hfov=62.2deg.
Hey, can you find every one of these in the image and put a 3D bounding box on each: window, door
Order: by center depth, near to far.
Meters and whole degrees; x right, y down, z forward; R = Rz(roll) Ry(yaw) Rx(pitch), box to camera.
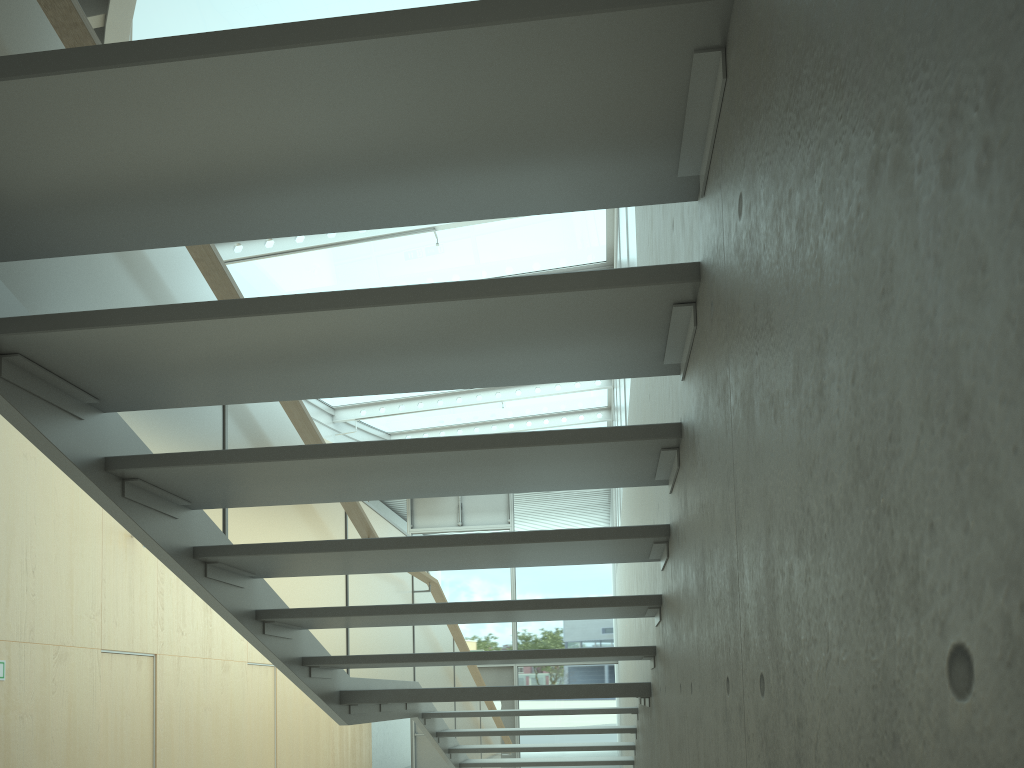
[{"bbox_3d":[1.311,0.457,10.407,0.030,2.639,16.472,-2,-20,6],"label":"window"},{"bbox_3d":[-0.810,2.119,10.538,4.791,6.029,16.654,-2,-18,6],"label":"window"},{"bbox_3d":[-0.894,6.393,16.013,1.925,2.052,0.179,-3,-4,6],"label":"door"},{"bbox_3d":[-0.370,4.383,16.099,4.865,6.120,0.112,-3,-4,6],"label":"window"}]

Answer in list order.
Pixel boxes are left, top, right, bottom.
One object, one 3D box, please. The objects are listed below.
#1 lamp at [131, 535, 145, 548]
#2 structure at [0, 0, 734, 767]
[{"bbox_3d":[-3.545,1.467,8.136,0.232,0.191,0.146,2,-11,-13],"label":"lamp"},{"bbox_3d":[-0.055,1.325,4.473,1.888,4.048,13.272,-2,-19,6],"label":"structure"}]
